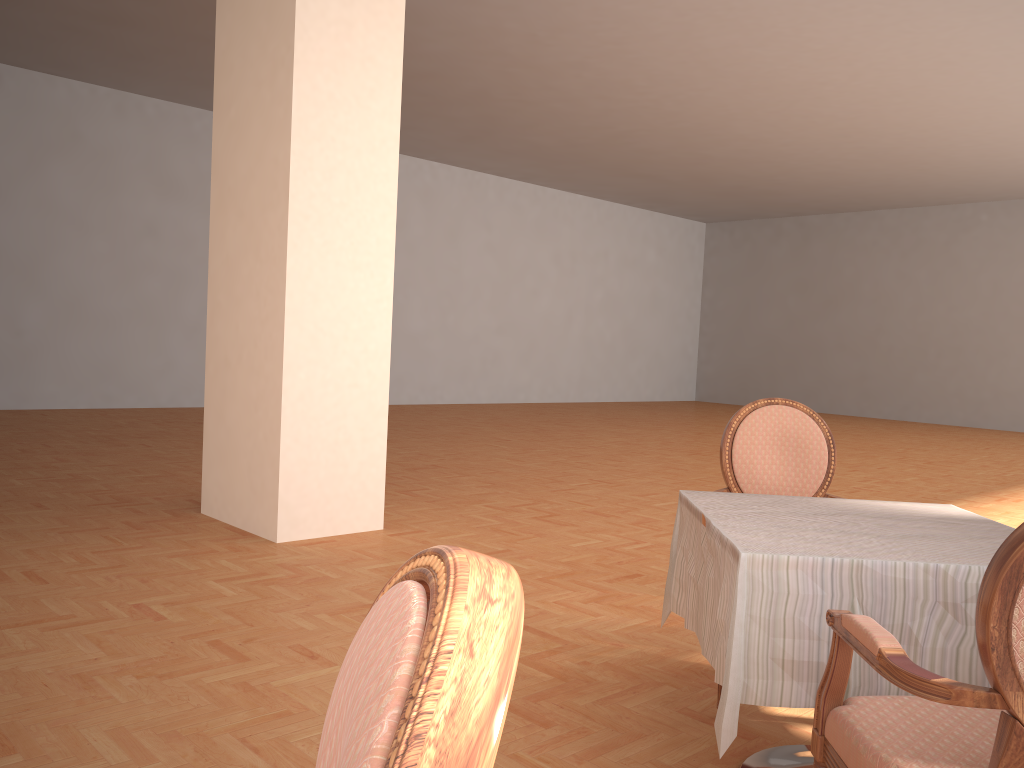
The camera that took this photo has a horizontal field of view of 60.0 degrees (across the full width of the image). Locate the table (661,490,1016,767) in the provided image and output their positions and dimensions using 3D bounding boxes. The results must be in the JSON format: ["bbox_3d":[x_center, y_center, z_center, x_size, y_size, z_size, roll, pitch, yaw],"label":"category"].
[{"bbox_3d":[0.836,0.677,2.160,0.831,0.677,0.829,3,3,1],"label":"table"}]

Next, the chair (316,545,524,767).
[{"bbox_3d":[-0.312,0.564,0.558,0.593,0.932,0.520,2,3,-10],"label":"chair"}]

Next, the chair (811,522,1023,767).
[{"bbox_3d":[0.841,0.582,1.448,0.521,0.932,0.592,3,3,1],"label":"chair"}]

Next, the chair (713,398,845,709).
[{"bbox_3d":[0.883,0.523,2.826,0.521,0.932,0.592,3,3,1],"label":"chair"}]
